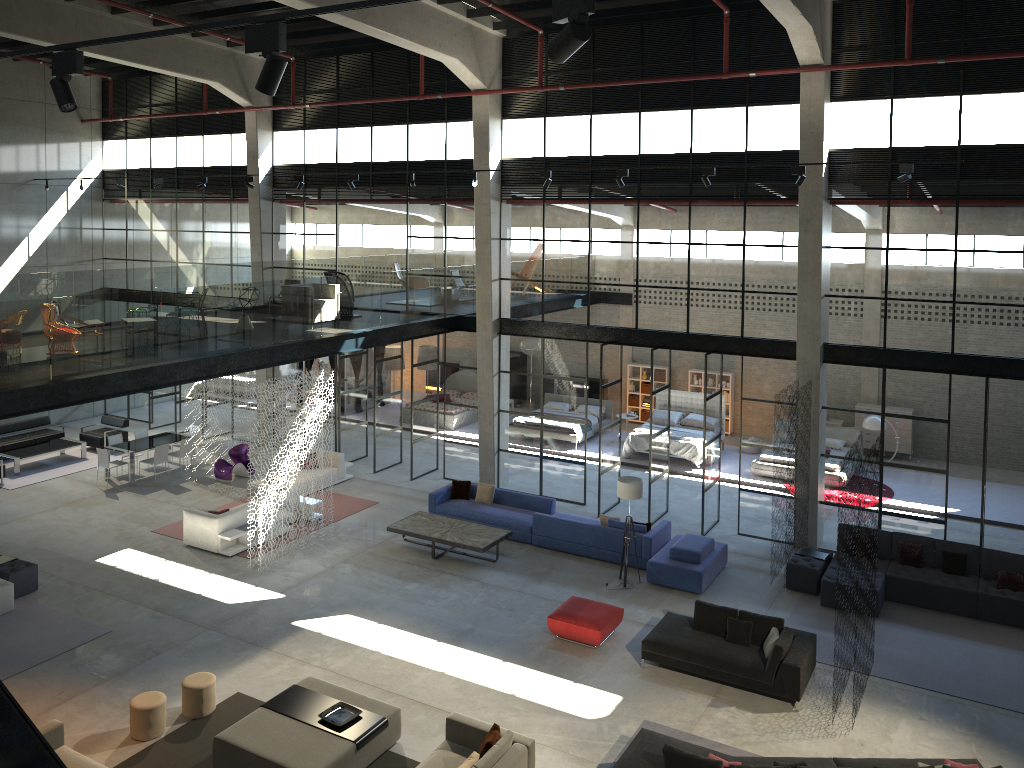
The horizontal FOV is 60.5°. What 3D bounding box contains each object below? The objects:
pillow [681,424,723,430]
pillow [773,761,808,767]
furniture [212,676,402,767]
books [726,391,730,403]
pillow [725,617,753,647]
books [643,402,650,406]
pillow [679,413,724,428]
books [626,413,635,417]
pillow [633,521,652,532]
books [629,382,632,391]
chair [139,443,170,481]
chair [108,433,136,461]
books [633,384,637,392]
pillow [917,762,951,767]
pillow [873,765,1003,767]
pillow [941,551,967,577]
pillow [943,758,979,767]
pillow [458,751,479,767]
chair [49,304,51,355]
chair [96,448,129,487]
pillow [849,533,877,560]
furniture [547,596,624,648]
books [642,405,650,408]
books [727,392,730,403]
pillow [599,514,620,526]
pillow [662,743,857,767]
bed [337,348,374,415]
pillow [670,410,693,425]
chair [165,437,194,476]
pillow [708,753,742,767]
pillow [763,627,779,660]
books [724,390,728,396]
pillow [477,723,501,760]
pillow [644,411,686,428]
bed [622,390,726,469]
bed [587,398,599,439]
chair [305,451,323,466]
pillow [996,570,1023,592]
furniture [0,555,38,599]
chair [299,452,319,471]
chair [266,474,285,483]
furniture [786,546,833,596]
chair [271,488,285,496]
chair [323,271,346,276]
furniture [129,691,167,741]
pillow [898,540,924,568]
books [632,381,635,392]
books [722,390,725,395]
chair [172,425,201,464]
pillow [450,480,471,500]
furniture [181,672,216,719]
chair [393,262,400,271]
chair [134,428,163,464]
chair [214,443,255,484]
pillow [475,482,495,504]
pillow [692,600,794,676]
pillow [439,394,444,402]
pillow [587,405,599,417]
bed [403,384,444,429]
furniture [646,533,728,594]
[{"bbox_3d":[4.939,1.051,22.750,0.963,0.328,0.723,6,11,30],"label":"pillow"},{"bbox_3d":[2.756,3.891,8.718,0.355,0.317,0.199,0,5,-2],"label":"pillow"},{"bbox_3d":[-2.271,3.986,9.872,1.454,0.395,1.554,6,12,29],"label":"furniture"},{"bbox_3d":[6.094,0.368,24.747,0.027,0.286,0.255,2,6,29],"label":"books"},{"bbox_3d":[3.054,3.327,11.800,0.344,0.305,0.189,4,6,27],"label":"pillow"},{"bbox_3d":[4.038,0.589,25.964,0.283,0.054,0.232,7,12,29],"label":"books"},{"bbox_3d":[4.898,0.967,22.683,0.983,0.289,0.699,7,11,32],"label":"pillow"},{"bbox_3d":[3.195,0.831,23.594,0.229,0.042,0.305,1,11,4],"label":"books"},{"bbox_3d":[2.277,2.603,15.584,0.398,0.368,0.262,2,5,8],"label":"pillow"},{"bbox_3d":[3.541,0.081,26.199,0.019,0.259,0.176,2,5,29],"label":"books"},{"bbox_3d":[-8.114,1.777,19.935,0.547,0.864,0.423,3,5,30],"label":"chair"},{"bbox_3d":[-9.108,1.659,20.502,0.547,0.864,0.423,3,5,30],"label":"chair"},{"bbox_3d":[3.667,0.123,26.138,0.075,0.202,0.160,3,6,30],"label":"books"},{"bbox_3d":[4.191,3.912,8.756,0.341,0.298,0.223,1,6,3],"label":"pillow"},{"bbox_3d":[4.166,3.927,8.606,1.299,0.407,0.274,1,5,0],"label":"pillow"},{"bbox_3d":[7.128,2.904,14.135,0.385,0.332,0.220,4,6,27],"label":"pillow"},{"bbox_3d":[4.497,3.902,8.816,0.337,0.285,0.252,3,6,16],"label":"pillow"},{"bbox_3d":[-0.494,3.887,8.636,0.208,0.378,0.405,3,7,30],"label":"pillow"},{"bbox_3d":[-7.092,-0.876,13.798,0.569,0.790,0.597,0,6,-5],"label":"chair"},{"bbox_3d":[-8.944,1.825,19.635,0.421,0.864,0.549,3,5,30],"label":"chair"},{"bbox_3d":[5.923,2.741,14.817,0.415,0.342,0.237,5,7,31],"label":"pillow"},{"bbox_3d":[1.082,3.469,12.835,0.858,0.373,0.864,6,11,29],"label":"furniture"},{"bbox_3d":[4.037,0.644,25.967,0.310,0.054,0.232,7,12,29],"label":"books"},{"bbox_3d":[6.111,0.379,24.728,0.022,0.272,0.255,2,6,29],"label":"books"},{"bbox_3d":[1.781,2.548,15.818,0.403,0.378,0.208,5,6,31],"label":"pillow"},{"bbox_3d":[2.436,3.901,8.650,1.893,0.417,0.440,2,7,9],"label":"pillow"},{"bbox_3d":[-5.326,-0.348,27.624,2.256,2.062,2.335,5,8,29],"label":"bed"},{"bbox_3d":[4.273,0.876,23.276,1.057,0.320,0.494,6,10,29],"label":"pillow"},{"bbox_3d":[-7.766,1.666,20.542,0.547,0.864,0.423,3,5,30],"label":"chair"},{"bbox_3d":[2.133,3.874,8.783,0.342,0.306,0.200,4,6,25],"label":"pillow"},{"bbox_3d":[3.400,3.388,11.472,0.208,0.313,0.346,1,7,8],"label":"pillow"},{"bbox_3d":[6.051,0.344,24.771,0.036,0.330,0.255,2,6,29],"label":"books"},{"bbox_3d":[-0.260,3.800,9.132,0.259,0.368,0.404,1,7,8],"label":"pillow"},{"bbox_3d":[4.039,0.917,23.058,1.031,0.370,0.672,7,11,33],"label":"pillow"},{"bbox_3d":[4.172,1.092,22.381,2.227,1.405,2.341,5,10,29],"label":"bed"},{"bbox_3d":[1.354,0.983,24.179,2.265,0.861,2.421,6,11,29],"label":"bed"},{"bbox_3d":[-4.490,1.712,19.961,0.381,0.335,0.256,-3,7,-26],"label":"chair"},{"bbox_3d":[7.756,3.069,13.661,0.385,0.229,0.329,6,9,29],"label":"pillow"},{"bbox_3d":[-8.152,3.096,14.078,0.962,0.452,0.514,5,8,25],"label":"furniture"},{"bbox_3d":[-4.571,1.747,19.774,0.411,0.333,0.259,-3,7,-27],"label":"chair"},{"bbox_3d":[-5.059,2.006,18.770,0.415,0.107,0.412,-2,11,-14],"label":"chair"},{"bbox_3d":[4.998,3.116,14.727,0.511,0.451,0.969,6,10,34],"label":"furniture"},{"bbox_3d":[-4.670,2.227,17.240,0.269,0.319,0.399,4,8,31],"label":"chair"},{"bbox_3d":[-3.881,-2.025,19.682,0.687,0.979,0.837,1,6,0],"label":"chair"},{"bbox_3d":[-4.266,3.886,10.285,0.403,0.397,0.403,7,9,44],"label":"furniture"},{"bbox_3d":[6.575,2.805,14.454,0.408,0.374,0.193,5,6,30],"label":"pillow"},{"bbox_3d":[3.622,0.080,26.147,0.048,0.285,0.186,2,5,30],"label":"books"},{"bbox_3d":[5.986,0.329,24.808,0.056,0.339,0.255,2,6,29],"label":"books"},{"bbox_3d":[-7.930,1.499,21.409,0.421,0.864,0.549,3,5,30],"label":"chair"},{"bbox_3d":[-1.032,2.148,17.792,0.398,0.368,0.262,2,5,8],"label":"pillow"},{"bbox_3d":[-3.830,3.805,10.737,0.401,0.397,0.406,3,7,19],"label":"furniture"},{"bbox_3d":[-2.605,-2.704,23.228,0.978,1.020,0.799,-3,7,-32],"label":"chair"},{"bbox_3d":[-8.760,1.547,21.109,0.547,0.864,0.423,3,5,30],"label":"chair"},{"bbox_3d":[-6.377,1.810,20.179,0.658,0.742,0.804,4,8,29],"label":"chair"},{"bbox_3d":[-0.537,2.193,17.557,0.403,0.378,0.208,5,6,31],"label":"pillow"},{"bbox_3d":[3.194,3.319,11.761,0.744,0.414,1.601,-5,11,-31],"label":"pillow"},{"bbox_3d":[-2.177,0.406,25.769,0.876,0.210,0.640,2,10,9],"label":"pillow"},{"bbox_3d":[1.678,0.715,24.843,1.936,0.310,0.554,7,11,29],"label":"pillow"},{"bbox_3d":[-1.878,0.391,26.032,2.038,1.268,2.365,5,10,30],"label":"bed"},{"bbox_3d":[3.020,2.953,15.019,0.953,0.549,1.554,6,11,29],"label":"furniture"}]
